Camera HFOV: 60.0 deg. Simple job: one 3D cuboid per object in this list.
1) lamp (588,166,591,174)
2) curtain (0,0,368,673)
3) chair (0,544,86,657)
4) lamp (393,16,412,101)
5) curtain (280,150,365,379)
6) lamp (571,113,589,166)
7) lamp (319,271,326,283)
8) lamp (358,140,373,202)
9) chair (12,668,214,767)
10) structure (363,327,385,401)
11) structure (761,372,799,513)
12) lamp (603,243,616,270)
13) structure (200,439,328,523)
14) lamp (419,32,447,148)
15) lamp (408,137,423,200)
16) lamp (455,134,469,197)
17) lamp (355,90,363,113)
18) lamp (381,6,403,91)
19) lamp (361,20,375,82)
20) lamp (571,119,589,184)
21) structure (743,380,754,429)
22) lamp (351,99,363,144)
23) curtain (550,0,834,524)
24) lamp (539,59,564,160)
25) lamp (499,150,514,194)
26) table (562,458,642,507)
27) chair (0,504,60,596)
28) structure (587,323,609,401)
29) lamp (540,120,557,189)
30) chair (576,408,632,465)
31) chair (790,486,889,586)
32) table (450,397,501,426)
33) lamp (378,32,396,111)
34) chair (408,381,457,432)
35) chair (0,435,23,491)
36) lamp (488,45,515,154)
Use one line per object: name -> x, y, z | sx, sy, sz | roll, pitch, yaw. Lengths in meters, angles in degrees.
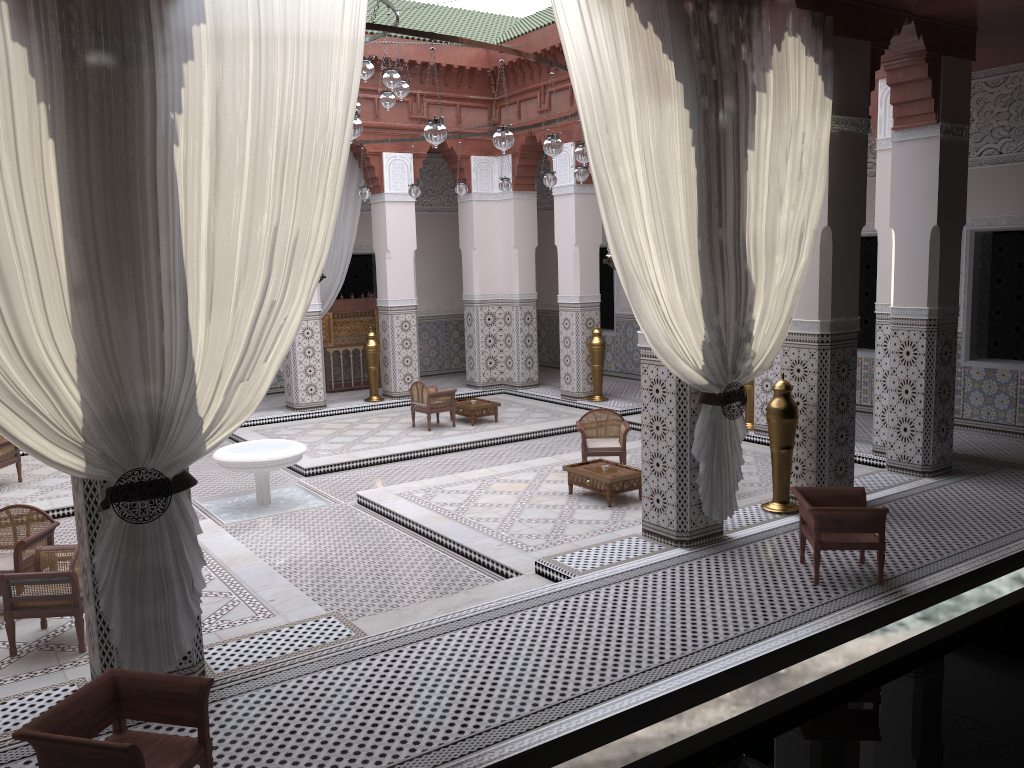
lamp -> 0.412, -1.177, 4.261 | 0.091, 0.371, 0.090 | 5, 11, 40
curtain -> -0.836, -0.205, 1.931 | 1.303, 1.764, 0.129 | -7, 10, -33
chair -> -1.317, 0.595, 2.570 | 0.208, 0.313, 0.263 | -2, 8, -3
lamp -> -0.506, -1.480, 4.026 | 0.090, 0.371, 0.091 | 0, 8, 11
curtain -> -1.573, -0.798, 6.284 | 1.304, 1.761, 0.048 | -7, 10, -33
lamp -> 0.291, -1.087, 3.651 | 0.091, 0.371, 0.090 | -4, 9, -19
lamp -> -1.378, -0.906, 5.964 | 0.216, 0.618, 0.217 | -7, 10, -33
lamp -> -0.908, -1.305, 5.438 | 0.091, 0.371, 0.090 | -7, 10, -34
chair -> -0.718, 0.709, 1.644 | 0.234, 0.252, 0.259 | 0, 8, 14
structure -> -1.025, -0.150, 6.523 | 0.156, 0.539, 0.156 | -6, 9, -28
structure -> 1.056, 0.222, 3.467 | 0.156, 0.539, 0.156 | -4, 8, -17
lamp -> 0.448, -0.612, 3.256 | 0.216, 0.552, 0.221 | -7, 10, -33
structure -> -1.190, 0.452, 4.243 | 0.528, 0.310, 0.501 | -7, 10, -33
lamp -> -0.262, -0.968, 2.925 | 0.091, 0.371, 0.090 | -4, 9, -19
lamp -> -0.598, -1.310, 5.408 | 0.091, 0.371, 0.090 | -7, 10, -34
lamp -> -0.302, -1.305, 5.309 | 0.091, 0.371, 0.090 | -4, 9, -19
lamp -> -0.804, -1.535, 4.481 | 0.091, 0.371, 0.090 | -4, 9, -19
lamp -> -0.520, -1.447, 3.797 | 0.090, 0.371, 0.091 | 3, 9, 31
lamp -> -0.604, -1.415, 3.588 | 0.091, 0.371, 0.090 | -9, 11, -43
lamp -> 0.363, -1.219, 4.564 | 0.091, 0.371, 0.090 | 5, 11, 40
structure -> 1.376, -0.019, 5.103 | 0.156, 0.539, 0.156 | 1, 8, 17
lamp -> -0.513, -0.936, 2.744 | 0.091, 0.371, 0.090 | -4, 9, -19
curtain -> 0.688, -0.391, 2.942 | 1.304, 1.761, 0.137 | -7, 10, -34
lamp -> 0.151, -1.044, 3.377 | 0.091, 0.371, 0.090 | -4, 9, -19
lamp -> -0.037, -1.290, 5.149 | 0.091, 0.371, 0.090 | -3, 8, -9
table -> 0.416, 0.435, 3.957 | 0.229, 0.142, 0.330 | -7, 10, -33
chair -> -1.622, 0.565, 2.846 | 0.263, 0.313, 0.208 | -1, 8, 2
structure -> 0.601, -0.157, 6.240 | 0.156, 0.539, 0.156 | 1, 8, 17
lamp -> 0.215, -1.258, 4.871 | 0.091, 0.371, 0.090 | 5, 11, 40
chair -> 0.449, 0.290, 4.361 | 0.263, 0.313, 0.208 | -1, 8, 2
chair -> 1.017, 0.474, 2.779 | 0.234, 0.252, 0.259 | -1, 8, 6
table -> -0.256, 0.180, 5.900 | 0.229, 0.142, 0.330 | -7, 10, -33
lamp -> -0.602, -1.516, 4.302 | 0.091, 0.371, 0.090 | -1, 8, 6
chair -> -0.510, 0.126, 5.715 | 0.208, 0.313, 0.263 | -8, 10, -37
chair -> -2.626, 0.368, 4.444 | 0.263, 0.313, 0.208 | -1, 8, 2
lamp -> -0.038, -1.005, 3.135 | 0.091, 0.371, 0.090 | -4, 9, -19
